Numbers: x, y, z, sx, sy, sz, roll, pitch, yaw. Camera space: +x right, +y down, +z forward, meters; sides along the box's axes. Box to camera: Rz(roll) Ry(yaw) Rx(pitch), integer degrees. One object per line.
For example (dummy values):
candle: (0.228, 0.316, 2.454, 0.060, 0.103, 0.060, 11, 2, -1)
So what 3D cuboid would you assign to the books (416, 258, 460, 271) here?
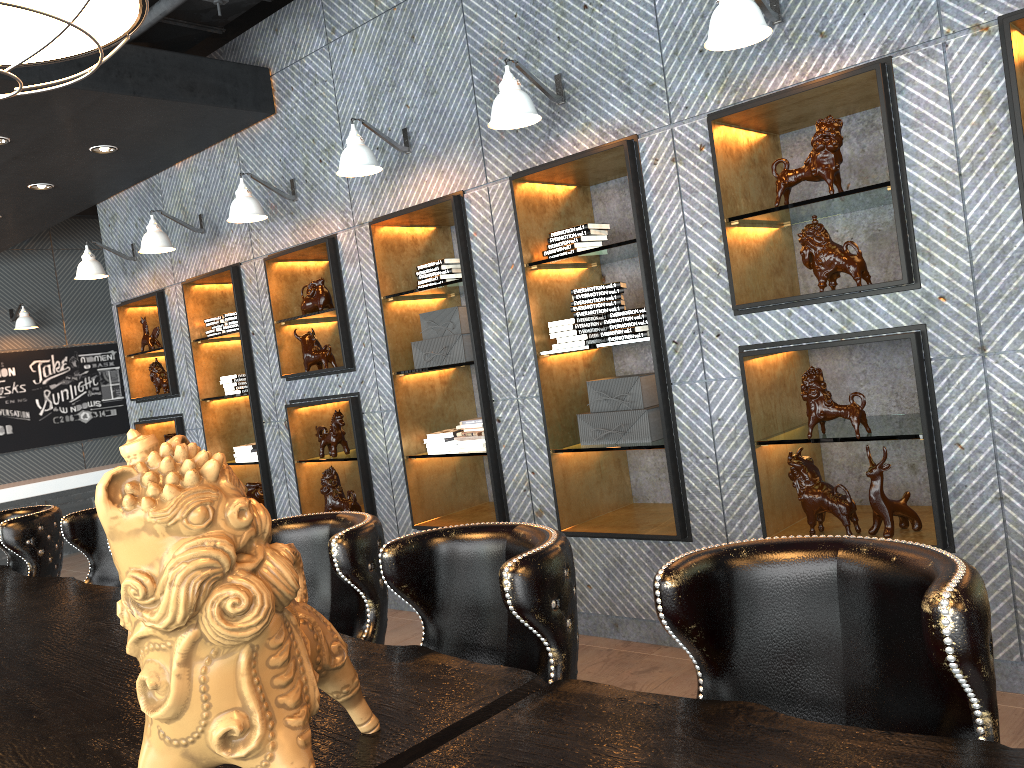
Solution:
books: (-0.395, -0.683, 5.059, 0.245, 0.028, 0.194, -6, 3, 45)

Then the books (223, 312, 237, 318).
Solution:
books: (-1.936, -0.513, 6.438, 0.245, 0.028, 0.194, -8, 2, 14)

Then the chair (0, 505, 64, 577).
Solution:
chair: (-2.132, 1.103, 3.737, 0.568, 1.092, 0.504, -9, 2, -39)

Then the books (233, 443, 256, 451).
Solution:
books: (-1.911, 0.458, 6.547, 0.179, 0.029, 0.225, -7, 2, 25)

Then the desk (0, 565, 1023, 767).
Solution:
desk: (-0.280, 1.027, 1.086, 7.590, 0.927, 1.434, -6, 2, 42)

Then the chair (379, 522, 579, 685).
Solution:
chair: (-0.086, 0.880, 1.819, 0.568, 1.092, 0.504, -9, 2, -40)

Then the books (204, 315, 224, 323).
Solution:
books: (-2.151, -0.489, 6.628, 0.245, 0.028, 0.194, -6, 2, 39)

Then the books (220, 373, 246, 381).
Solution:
books: (-1.987, -0.060, 6.522, 0.193, 0.028, 0.246, -7, 2, 35)

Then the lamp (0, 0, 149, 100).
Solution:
lamp: (-1.068, -1.628, 1.427, 0.621, 2.302, 0.621, -8, 1, -3)

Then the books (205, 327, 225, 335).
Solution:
books: (-2.161, -0.403, 6.637, 0.194, 0.028, 0.245, -9, 2, -36)

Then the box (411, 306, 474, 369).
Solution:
box: (-0.370, -0.270, 5.093, 0.419, 0.315, 0.298, -6, 2, 42)

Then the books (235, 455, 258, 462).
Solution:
books: (-1.889, 0.535, 6.546, 0.243, 0.034, 0.179, -8, 2, 11)

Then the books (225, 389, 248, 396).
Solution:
books: (-1.950, 0.049, 6.519, 0.193, 0.028, 0.246, -7, 2, 38)

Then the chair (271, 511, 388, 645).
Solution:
chair: (-0.547, 0.928, 2.321, 0.504, 1.092, 0.568, -7, 2, 37)

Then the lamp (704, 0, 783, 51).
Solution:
lamp: (0.901, -1.408, 3.272, 0.490, 0.287, 0.243, -9, 2, -32)

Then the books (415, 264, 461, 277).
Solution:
books: (-0.407, -0.654, 5.101, 0.194, 0.028, 0.245, -10, 3, -42)

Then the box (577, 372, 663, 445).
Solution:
box: (0.534, 0.127, 4.369, 0.419, 0.315, 0.323, -6, 2, 42)

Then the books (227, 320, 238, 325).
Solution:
books: (-1.918, -0.460, 6.478, 0.245, 0.028, 0.194, -7, 2, 24)

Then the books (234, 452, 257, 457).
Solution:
books: (-1.910, 0.509, 6.549, 0.227, 0.024, 0.166, -7, 2, 28)

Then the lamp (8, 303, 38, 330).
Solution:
lamp: (-5.452, -0.751, 9.898, 0.244, 0.287, 0.489, -9, 2, -32)

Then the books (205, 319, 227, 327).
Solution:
books: (-2.147, -0.461, 6.630, 0.194, 0.028, 0.245, -10, 3, -43)

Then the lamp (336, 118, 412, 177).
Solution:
lamp: (-0.718, -1.275, 4.724, 0.490, 0.287, 0.243, -9, 2, -32)

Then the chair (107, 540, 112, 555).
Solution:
chair: (-1.068, 0.986, 2.791, 0.504, 1.092, 0.568, -7, 2, 32)

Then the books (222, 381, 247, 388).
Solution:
books: (-1.964, -0.006, 6.510, 0.193, 0.028, 0.246, -6, 3, 42)

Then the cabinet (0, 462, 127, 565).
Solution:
cabinet: (-5.082, 1.592, 5.708, 6.308, 0.826, 8.427, -6, 3, 42)

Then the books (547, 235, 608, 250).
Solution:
books: (0.326, -0.706, 4.431, 0.194, 0.028, 0.245, -10, 3, -40)

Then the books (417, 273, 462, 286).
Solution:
books: (-0.397, -0.597, 5.061, 0.194, 0.028, 0.245, -9, 2, -37)

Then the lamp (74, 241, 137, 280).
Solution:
lamp: (-3.183, -0.986, 6.948, 0.490, 0.287, 0.243, -9, 2, -32)

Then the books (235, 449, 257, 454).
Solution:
books: (-1.900, 0.483, 6.566, 0.175, 0.024, 0.243, -7, 2, 33)

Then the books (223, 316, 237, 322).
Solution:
books: (-1.933, -0.485, 6.439, 0.245, 0.028, 0.194, -7, 2, 22)

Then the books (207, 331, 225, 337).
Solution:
books: (-2.136, -0.377, 6.632, 0.194, 0.028, 0.245, -10, 3, -44)

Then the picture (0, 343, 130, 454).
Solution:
picture: (-6.207, 0.305, 9.352, 0.199, 1.103, 12.476, -7, 2, 42)

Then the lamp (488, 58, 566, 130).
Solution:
lamp: (0.095, -1.321, 3.998, 0.490, 0.287, 0.243, -9, 2, -32)

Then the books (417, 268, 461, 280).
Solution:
books: (-0.384, -0.628, 5.058, 0.245, 0.028, 0.194, -7, 2, 33)

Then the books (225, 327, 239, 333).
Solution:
books: (-1.921, -0.401, 6.441, 0.245, 0.028, 0.194, -7, 2, 21)

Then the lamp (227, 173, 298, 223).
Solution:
lamp: (-1.526, -1.162, 5.456, 0.490, 0.287, 0.243, -9, 2, -32)

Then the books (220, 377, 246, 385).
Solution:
books: (-1.990, -0.031, 6.515, 0.193, 0.028, 0.246, -6, 3, 45)

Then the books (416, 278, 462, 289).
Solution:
books: (-0.393, -0.570, 5.074, 0.245, 0.028, 0.194, -6, 3, 42)

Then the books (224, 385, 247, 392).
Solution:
books: (-1.945, 0.021, 6.468, 0.246, 0.028, 0.193, -10, 2, -39)

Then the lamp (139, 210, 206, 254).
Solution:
lamp: (-2.382, -1.085, 6.225, 0.490, 0.287, 0.243, -9, 2, -32)

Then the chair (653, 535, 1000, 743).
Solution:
chair: (0.464, 0.821, 1.296, 0.504, 1.092, 0.568, -7, 2, 43)

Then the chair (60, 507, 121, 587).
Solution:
chair: (-1.513, 1.030, 3.318, 0.504, 1.092, 0.569, -7, 2, 39)

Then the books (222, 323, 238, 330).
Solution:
books: (-1.948, -0.426, 6.437, 0.245, 0.028, 0.194, -7, 2, 29)

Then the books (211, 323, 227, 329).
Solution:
books: (-2.117, -0.438, 6.660, 0.194, 0.028, 0.245, -10, 3, -41)
